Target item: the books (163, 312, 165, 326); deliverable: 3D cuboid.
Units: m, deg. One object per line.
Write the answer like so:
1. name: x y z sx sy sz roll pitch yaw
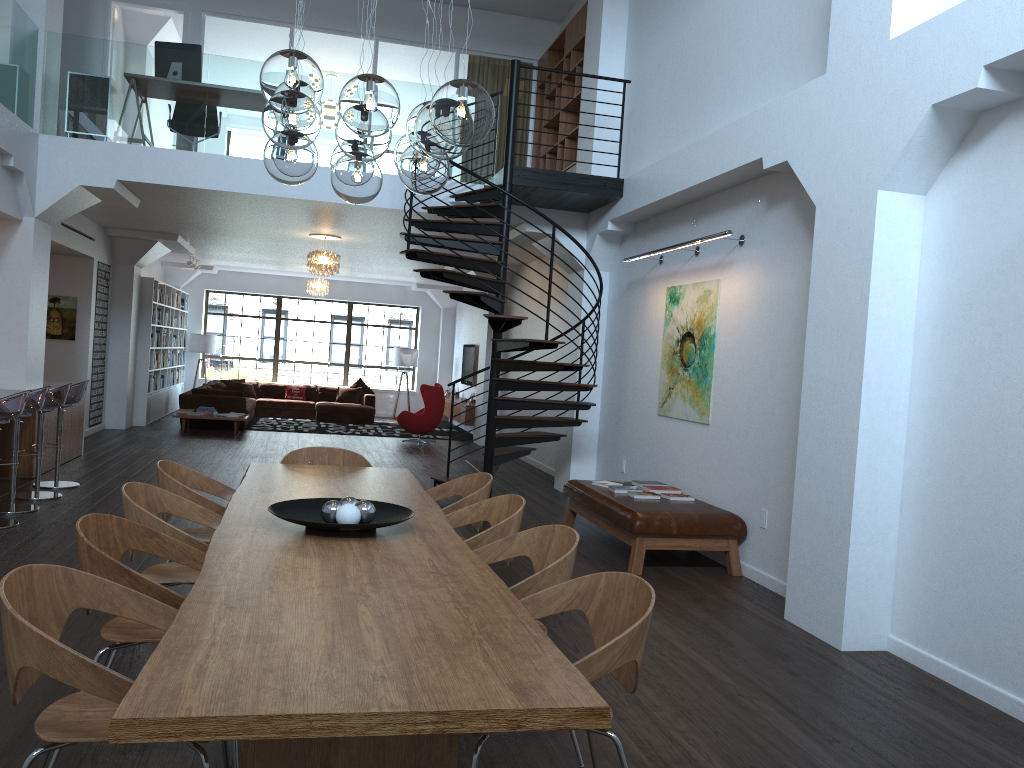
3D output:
1. books: -6.240 -1.159 15.663 0.182 0.253 0.034 4 2 -13

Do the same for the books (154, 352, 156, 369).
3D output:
1. books: -6.184 -0.408 15.155 0.176 0.290 0.053 4 2 -13

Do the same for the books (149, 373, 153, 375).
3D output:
1. books: -6.054 -0.171 14.596 0.223 0.027 0.161 4 2 -4

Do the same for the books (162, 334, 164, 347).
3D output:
1. books: -6.291 -0.780 15.748 0.174 0.240 0.054 4 2 -13

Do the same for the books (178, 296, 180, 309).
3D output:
1. books: -6.648 -1.608 17.463 0.183 0.253 0.034 4 2 -13

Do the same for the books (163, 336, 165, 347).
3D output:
1. books: -6.344 -0.772 15.976 0.161 0.207 0.135 4 2 -14

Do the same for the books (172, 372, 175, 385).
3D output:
1. books: -6.711 -0.105 17.361 0.183 0.253 0.034 4 2 -14

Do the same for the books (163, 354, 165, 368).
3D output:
1. books: -6.372 -0.425 16.015 0.183 0.253 0.034 4 2 -14

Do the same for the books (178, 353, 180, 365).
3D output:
1. books: -6.844 -0.510 17.989 0.183 0.253 0.042 4 2 -13

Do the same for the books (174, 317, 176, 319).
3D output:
1. books: -6.638 -1.203 17.305 0.127 0.200 0.020 4 2 -13

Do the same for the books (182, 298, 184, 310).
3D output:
1. books: -6.804 -1.636 18.097 0.183 0.253 0.042 4 2 -13

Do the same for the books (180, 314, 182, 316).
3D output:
1. books: -6.796 -1.278 17.991 0.176 0.290 0.036 4 2 -14

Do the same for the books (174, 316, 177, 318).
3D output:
1. books: -6.664 -1.224 17.416 0.140 0.231 0.042 4 2 -13

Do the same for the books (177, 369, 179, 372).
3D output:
1. books: -6.864 -0.157 18.050 0.140 0.298 0.044 4 2 -13

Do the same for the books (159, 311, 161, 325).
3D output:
1. books: -6.175 -1.139 15.334 0.174 0.240 0.054 4 2 -13

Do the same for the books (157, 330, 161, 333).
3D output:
1. books: -6.231 -0.793 15.481 0.176 0.294 0.102 4 2 -13

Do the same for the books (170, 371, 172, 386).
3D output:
1. books: -6.644 -0.107 17.018 0.198 0.284 0.066 4 2 -14

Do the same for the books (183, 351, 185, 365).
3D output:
1. books: -6.997 -0.557 18.678 0.176 0.290 0.053 4 2 -13

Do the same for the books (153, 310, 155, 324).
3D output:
1. books: -6.009 -1.110 14.654 0.174 0.242 0.105 4 2 -13

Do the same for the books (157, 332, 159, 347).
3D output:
1. books: -6.173 -0.765 15.252 0.182 0.253 0.034 4 2 -13

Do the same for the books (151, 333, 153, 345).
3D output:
1. books: -6.049 -0.731 14.747 0.140 0.231 0.042 4 2 -13

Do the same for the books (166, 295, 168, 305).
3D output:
1. books: -6.324 -1.517 16.075 0.139 0.191 0.036 4 2 -13

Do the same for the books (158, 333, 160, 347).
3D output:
1. books: -6.195 -0.762 15.350 0.174 0.239 0.045 4 2 -13

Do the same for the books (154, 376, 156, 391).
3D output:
1. books: -6.234 -0.019 15.257 0.180 0.259 0.042 4 2 -13

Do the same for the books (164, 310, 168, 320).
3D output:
1. books: -6.365 -1.199 16.145 0.176 0.290 0.053 4 2 -13

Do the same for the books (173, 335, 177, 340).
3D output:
1. books: -6.689 -0.848 17.480 0.140 0.231 0.042 4 2 -13

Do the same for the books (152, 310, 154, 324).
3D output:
1. books: -5.986 -1.103 14.574 0.172 0.235 0.112 4 2 -13

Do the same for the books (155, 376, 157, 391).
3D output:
1. books: -6.248 -0.019 15.342 0.183 0.253 0.042 4 2 -13

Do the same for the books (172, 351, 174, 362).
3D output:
1. books: -6.653 -0.492 17.155 0.197 0.290 0.136 4 2 -13

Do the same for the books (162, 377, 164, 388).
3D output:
1. books: -6.426 -0.027 16.142 0.146 0.202 0.027 4 2 -13

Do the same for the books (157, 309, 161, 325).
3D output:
1. books: -6.218 -1.167 15.441 0.198 0.284 0.049 4 2 -13

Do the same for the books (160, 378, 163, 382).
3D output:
1. books: -6.416 -0.020 16.083 0.139 0.191 0.036 4 2 -13

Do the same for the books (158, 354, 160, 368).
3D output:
1. books: -6.264 -0.405 15.525 0.183 0.253 0.034 4 2 -13

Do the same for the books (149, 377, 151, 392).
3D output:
1. books: -6.115 0.006 14.760 0.180 0.251 0.048 4 2 -13

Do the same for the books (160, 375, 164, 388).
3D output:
1. books: -6.472 -0.049 16.302 0.140 0.231 0.042 4 2 -13

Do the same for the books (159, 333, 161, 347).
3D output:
1. books: -6.208 -0.771 15.423 0.182 0.253 0.034 4 2 -13

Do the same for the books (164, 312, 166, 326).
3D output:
1. books: -6.285 -1.167 15.831 0.182 0.253 0.034 4 2 -13

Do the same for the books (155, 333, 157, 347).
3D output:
1. books: -6.119 -0.748 15.010 0.174 0.239 0.045 4 2 -13

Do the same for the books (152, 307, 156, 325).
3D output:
1. books: -6.016 -1.137 14.731 0.176 0.290 0.053 4 2 -13

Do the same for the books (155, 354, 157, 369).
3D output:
1. books: -6.209 -0.391 15.279 0.171 0.246 0.057 4 2 -13

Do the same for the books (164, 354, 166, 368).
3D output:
1. books: -6.426 -0.433 16.188 0.183 0.253 0.034 4 2 -14

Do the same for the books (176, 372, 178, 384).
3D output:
1. books: -6.839 -0.129 17.881 0.183 0.253 0.037 4 2 -13

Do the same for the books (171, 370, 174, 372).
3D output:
1. books: -6.726 -0.125 17.392 0.176 0.290 0.036 4 2 -14

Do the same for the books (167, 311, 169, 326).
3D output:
1. books: -6.383 -1.199 16.204 0.197 0.283 0.065 4 2 -13

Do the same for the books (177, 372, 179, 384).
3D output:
1. books: -6.871 -0.130 17.997 0.189 0.247 0.057 4 2 -13

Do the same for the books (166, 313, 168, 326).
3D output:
1. books: -6.344 -1.171 16.073 0.174 0.239 0.045 4 2 -13

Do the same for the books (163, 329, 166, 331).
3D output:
1. books: -6.282 -0.972 15.771 0.223 0.027 0.161 4 2 -4

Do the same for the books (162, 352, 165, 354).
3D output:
1. books: -6.388 -0.446 16.046 0.176 0.290 0.036 4 2 -14
